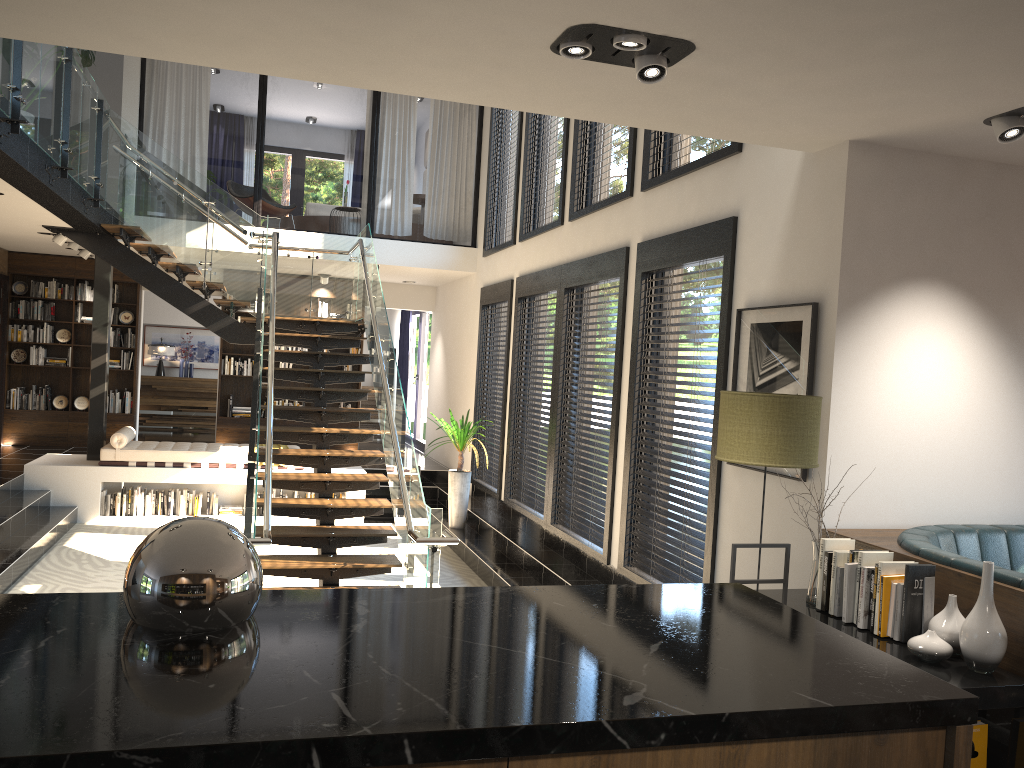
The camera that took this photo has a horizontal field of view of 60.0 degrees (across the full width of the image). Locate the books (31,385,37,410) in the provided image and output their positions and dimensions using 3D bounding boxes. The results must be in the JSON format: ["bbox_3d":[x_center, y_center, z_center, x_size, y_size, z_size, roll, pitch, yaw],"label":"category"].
[{"bbox_3d":[-6.734,0.192,12.495,0.016,0.341,0.217,3,2,-16],"label":"books"}]

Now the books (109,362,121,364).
[{"bbox_3d":[-5.781,-0.308,12.792,0.266,0.019,0.157,3,1,-15],"label":"books"}]

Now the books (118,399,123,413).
[{"bbox_3d":[-5.674,0.319,12.850,0.032,0.195,0.134,3,2,-16],"label":"books"}]

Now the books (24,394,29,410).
[{"bbox_3d":[-6.828,0.249,12.484,0.021,0.217,0.220,3,2,-16],"label":"books"}]

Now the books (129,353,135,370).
[{"bbox_3d":[-5.502,-0.331,12.830,0.047,0.253,0.210,3,2,-16],"label":"books"}]

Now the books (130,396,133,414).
[{"bbox_3d":[-5.515,0.302,12.876,0.029,0.247,0.139,3,2,-16],"label":"books"}]

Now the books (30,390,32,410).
[{"bbox_3d":[-6.756,0.220,12.508,0.017,0.282,0.232,3,2,-16],"label":"books"}]

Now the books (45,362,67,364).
[{"bbox_3d":[-6.462,-0.298,12.582,0.266,0.021,0.152,3,1,-18],"label":"books"}]

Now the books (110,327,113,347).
[{"bbox_3d":[-5.754,-0.675,12.736,0.020,0.281,0.153,3,2,-16],"label":"books"}]

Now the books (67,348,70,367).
[{"bbox_3d":[-6.297,-0.377,12.624,0.032,0.262,0.157,3,2,-16],"label":"books"}]

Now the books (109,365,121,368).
[{"bbox_3d":[-5.780,-0.254,12.779,0.271,0.028,0.174,3,1,-21],"label":"books"}]

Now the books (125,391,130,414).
[{"bbox_3d":[-5.570,0.265,12.854,0.035,0.315,0.168,3,2,-16],"label":"books"}]

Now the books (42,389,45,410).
[{"bbox_3d":[-6.606,0.217,12.553,0.027,0.304,0.204,3,2,-16],"label":"books"}]

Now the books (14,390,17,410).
[{"bbox_3d":[-6.947,0.217,12.448,0.022,0.269,0.215,3,2,-16],"label":"books"}]

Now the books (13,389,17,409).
[{"bbox_3d":[-6.980,0.208,12.470,0.030,0.283,0.170,3,2,-16],"label":"books"}]

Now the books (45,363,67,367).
[{"bbox_3d":[-6.463,-0.271,12.581,0.262,0.032,0.154,3,1,-14],"label":"books"}]

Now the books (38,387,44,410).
[{"bbox_3d":[-6.657,0.205,12.537,0.016,0.322,0.218,3,2,-16],"label":"books"}]

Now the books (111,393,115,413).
[{"bbox_3d":[-5.759,0.270,12.795,0.029,0.286,0.137,3,2,-16],"label":"books"}]

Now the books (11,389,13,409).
[{"bbox_3d":[-6.996,0.208,12.447,0.014,0.282,0.232,3,2,-16],"label":"books"}]

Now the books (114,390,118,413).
[{"bbox_3d":[-5.714,0.249,12.803,0.016,0.332,0.195,3,2,-16],"label":"books"}]

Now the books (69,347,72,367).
[{"bbox_3d":[-6.265,-0.387,12.607,0.018,0.286,0.157,3,2,-16],"label":"books"}]

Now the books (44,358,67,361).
[{"bbox_3d":[-6.457,-0.349,12.569,0.293,0.016,0.174,3,1,-18],"label":"books"}]

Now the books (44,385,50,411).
[{"bbox_3d":[-6.576,0.193,12.536,0.019,0.357,0.234,3,2,-16],"label":"books"}]

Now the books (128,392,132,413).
[{"bbox_3d":[-5.538,0.271,12.857,0.029,0.306,0.149,3,2,-16],"label":"books"}]

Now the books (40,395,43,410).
[{"bbox_3d":[-6.642,0.263,12.565,0.033,0.208,0.191,3,2,-16],"label":"books"}]

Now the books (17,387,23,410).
[{"bbox_3d":[-6.912,0.200,12.456,0.015,0.306,0.222,3,2,-16],"label":"books"}]

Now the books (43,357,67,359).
[{"bbox_3d":[-6.453,-0.363,12.561,0.292,0.013,0.187,3,1,-14],"label":"books"}]

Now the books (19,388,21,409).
[{"bbox_3d":[-6.906,0.202,12.492,0.018,0.302,0.195,3,2,-16],"label":"books"}]

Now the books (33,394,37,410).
[{"bbox_3d":[-6.724,0.251,12.541,0.034,0.223,0.208,3,2,-16],"label":"books"}]

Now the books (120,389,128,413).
[{"bbox_3d":[-5.616,0.243,12.835,0.065,0.354,0.164,3,2,-16],"label":"books"}]

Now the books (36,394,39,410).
[{"bbox_3d":[-6.691,0.253,12.550,0.036,0.222,0.173,3,2,-16],"label":"books"}]

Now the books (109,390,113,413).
[{"bbox_3d":[-5.776,0.251,12.785,0.012,0.322,0.177,3,2,-16],"label":"books"}]

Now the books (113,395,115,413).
[{"bbox_3d":[-5.740,0.289,12.817,0.022,0.250,0.144,3,2,-16],"label":"books"}]

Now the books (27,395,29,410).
[{"bbox_3d":[-6.812,0.255,12.517,0.029,0.207,0.166,3,2,-16],"label":"books"}]

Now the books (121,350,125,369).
[{"bbox_3d":[-5.622,-0.350,12.815,0.014,0.279,0.202,3,2,-16],"label":"books"}]

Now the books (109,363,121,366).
[{"bbox_3d":[-5.781,-0.283,12.787,0.263,0.030,0.159,3,1,-19],"label":"books"}]

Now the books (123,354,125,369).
[{"bbox_3d":[-5.612,-0.324,12.843,0.024,0.226,0.141,3,2,-16],"label":"books"}]

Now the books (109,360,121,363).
[{"bbox_3d":[-5.782,-0.333,12.799,0.239,0.031,0.146,3,1,-16],"label":"books"}]

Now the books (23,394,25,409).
[{"bbox_3d":[-6.868,0.249,12.521,0.035,0.212,0.159,3,2,-16],"label":"books"}]

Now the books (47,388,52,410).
[{"bbox_3d":[-6.554,0.214,12.567,0.042,0.316,0.193,3,2,-16],"label":"books"}]

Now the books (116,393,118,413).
[{"bbox_3d":[-5.698,0.270,12.809,0.018,0.292,0.191,3,2,-16],"label":"books"}]

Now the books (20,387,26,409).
[{"bbox_3d":[-6.886,0.202,12.492,0.020,0.304,0.189,3,2,-16],"label":"books"}]

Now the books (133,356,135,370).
[{"bbox_3d":[-5.479,-0.306,12.869,0.021,0.204,0.169,3,2,-16],"label":"books"}]

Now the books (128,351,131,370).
[{"bbox_3d":[-5.532,-0.340,12.826,0.013,0.267,0.177,3,2,-16],"label":"books"}]

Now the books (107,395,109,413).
[{"bbox_3d":[-5.829,0.281,12.782,0.037,0.256,0.145,3,2,-16],"label":"books"}]

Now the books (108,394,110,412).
[{"bbox_3d":[-5.803,0.280,12.804,0.025,0.260,0.114,3,2,-16],"label":"books"}]

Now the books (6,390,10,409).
[{"bbox_3d":[-7.056,0.214,12.456,0.032,0.262,0.194,3,2,-16],"label":"books"}]

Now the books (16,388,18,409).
[{"bbox_3d":[-6.929,0.201,12.457,0.016,0.304,0.217,3,2,-16],"label":"books"}]

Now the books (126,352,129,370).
[{"bbox_3d":[-5.570,-0.337,12.864,0.038,0.257,0.138,3,2,-16],"label":"books"}]

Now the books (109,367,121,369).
[{"bbox_3d":[-5.785,-0.230,12.791,0.245,0.021,0.159,3,1,-14],"label":"books"}]

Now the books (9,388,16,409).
[{"bbox_3d":[-7.027,0.202,12.471,0.032,0.288,0.179,3,2,-16],"label":"books"}]

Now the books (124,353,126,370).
[{"bbox_3d":[-5.584,-0.332,12.817,0.014,0.247,0.192,3,2,-16],"label":"books"}]

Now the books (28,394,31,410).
[{"bbox_3d":[-6.782,0.249,12.514,0.026,0.222,0.209,3,2,-16],"label":"books"}]
